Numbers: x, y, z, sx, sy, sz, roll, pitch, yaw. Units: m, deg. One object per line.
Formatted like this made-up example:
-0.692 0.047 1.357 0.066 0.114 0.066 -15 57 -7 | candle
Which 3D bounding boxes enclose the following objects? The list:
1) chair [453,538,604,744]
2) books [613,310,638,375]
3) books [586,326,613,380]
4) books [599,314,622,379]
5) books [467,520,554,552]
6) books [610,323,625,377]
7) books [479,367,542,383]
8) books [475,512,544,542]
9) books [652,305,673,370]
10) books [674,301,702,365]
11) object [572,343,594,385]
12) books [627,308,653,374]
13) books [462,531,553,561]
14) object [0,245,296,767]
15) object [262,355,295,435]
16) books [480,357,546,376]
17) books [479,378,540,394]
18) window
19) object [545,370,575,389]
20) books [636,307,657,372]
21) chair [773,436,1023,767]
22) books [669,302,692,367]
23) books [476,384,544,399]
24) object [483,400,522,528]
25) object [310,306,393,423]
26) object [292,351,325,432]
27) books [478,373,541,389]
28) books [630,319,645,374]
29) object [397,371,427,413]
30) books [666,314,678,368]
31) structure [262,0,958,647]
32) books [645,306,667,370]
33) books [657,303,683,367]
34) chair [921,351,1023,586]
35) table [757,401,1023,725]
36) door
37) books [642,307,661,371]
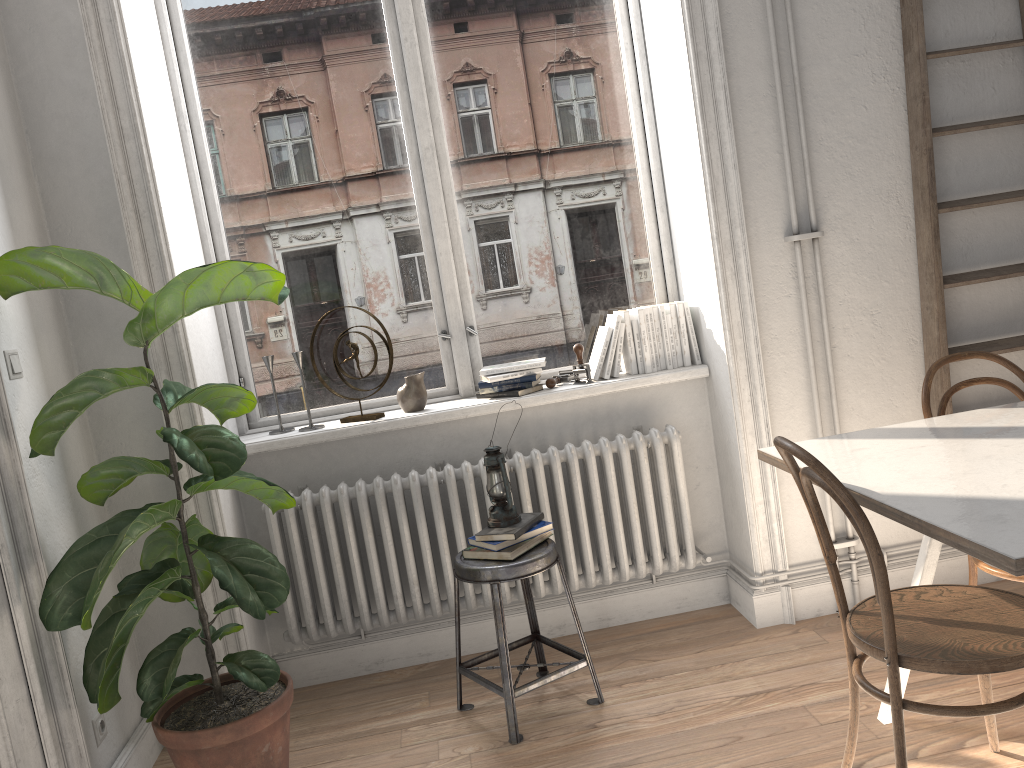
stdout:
0.018 0.785 2.852 0.363 0.523 0.360 -13 8 -31 | chair
0.438 -0.163 3.428 0.024 0.243 0.175 -10 6 -5 | books
0.334 -0.120 3.403 0.105 0.194 0.155 -10 6 -6 | books
0.370 -0.146 3.400 0.100 0.235 0.174 -10 6 -5 | books
-0.004 0.482 2.855 0.231 0.029 0.162 -13 7 -34 | books
0.397 -0.134 3.406 0.072 0.203 0.155 -10 6 -5 | books
-0.006 -0.037 3.343 0.205 0.020 0.155 -11 6 -15 | books
-0.006 0.459 2.854 0.147 0.027 0.221 -6 7 27 | books
0.571 -0.183 3.419 0.019 0.244 0.174 -10 6 -5 | books
0.671 -0.200 3.428 0.040 0.244 0.174 -10 6 -5 | books
0.258 -0.077 3.330 0.048 0.153 0.088 -14 8 -35 | object
0.489 -0.168 3.402 0.024 0.243 0.175 -10 6 -5 | books
-0.012 0.509 2.854 0.194 0.034 0.245 -5 7 35 | books
1.587 -0.095 2.472 5.827 1.844 0.791 -9 7 0 | object
-0.880 0.039 3.294 0.095 0.289 0.095 -6 7 26 | object
0.007 -0.066 3.362 0.244 0.019 0.174 -9 6 5 | books
-0.005 0.005 3.361 0.205 0.022 0.155 -7 6 15 | books
-0.404 -1.394 3.358 1.622 2.846 0.013 -10 7 -5 | window
0.176 -0.017 3.383 0.088 0.048 0.153 -5 7 34 | object
0.510 -0.172 3.413 0.019 0.244 0.174 -10 6 -5 | books
0.931 0.531 2.007 0.549 0.921 0.437 -9 7 3 | chair
0.640 -0.194 3.427 0.024 0.243 0.175 -10 6 -5 | books
-0.008 0.028 3.366 0.221 0.023 0.147 -3 8 43 | books
-0.031 0.255 2.860 0.163 0.384 0.154 -13 8 -31 | object
-0.585 -0.076 3.278 0.347 0.425 0.087 -6 7 27 | object
-0.759 0.025 3.248 0.095 0.289 0.095 -7 7 17 | object
-0.006 -0.017 3.357 0.221 0.023 0.147 -8 6 11 | books
0.469 -0.147 3.412 0.020 0.205 0.155 -10 6 -5 | books
-0.374 0.031 3.308 0.100 0.142 0.102 -13 7 -30 | object
0.596 -0.168 3.424 0.020 0.205 0.155 -10 6 -5 | books
1.422 -1.480 3.137 5.181 4.478 0.340 -10 7 -5 | structure
0.548 -0.181 3.438 0.024 0.243 0.175 -10 6 -5 | books
0.613 -0.192 3.444 0.024 0.243 0.175 -10 6 -5 | books
1.532 0.372 2.593 0.438 0.921 0.549 -10 7 -7 | chair
1.897 0.435 2.126 2.200 0.780 1.099 -10 6 -5 | table
-1.515 -0.011 1.665 0.216 2.817 1.095 -7 7 19 | door
0.527 -0.177 3.432 0.019 0.244 0.174 -10 6 -5 | books
